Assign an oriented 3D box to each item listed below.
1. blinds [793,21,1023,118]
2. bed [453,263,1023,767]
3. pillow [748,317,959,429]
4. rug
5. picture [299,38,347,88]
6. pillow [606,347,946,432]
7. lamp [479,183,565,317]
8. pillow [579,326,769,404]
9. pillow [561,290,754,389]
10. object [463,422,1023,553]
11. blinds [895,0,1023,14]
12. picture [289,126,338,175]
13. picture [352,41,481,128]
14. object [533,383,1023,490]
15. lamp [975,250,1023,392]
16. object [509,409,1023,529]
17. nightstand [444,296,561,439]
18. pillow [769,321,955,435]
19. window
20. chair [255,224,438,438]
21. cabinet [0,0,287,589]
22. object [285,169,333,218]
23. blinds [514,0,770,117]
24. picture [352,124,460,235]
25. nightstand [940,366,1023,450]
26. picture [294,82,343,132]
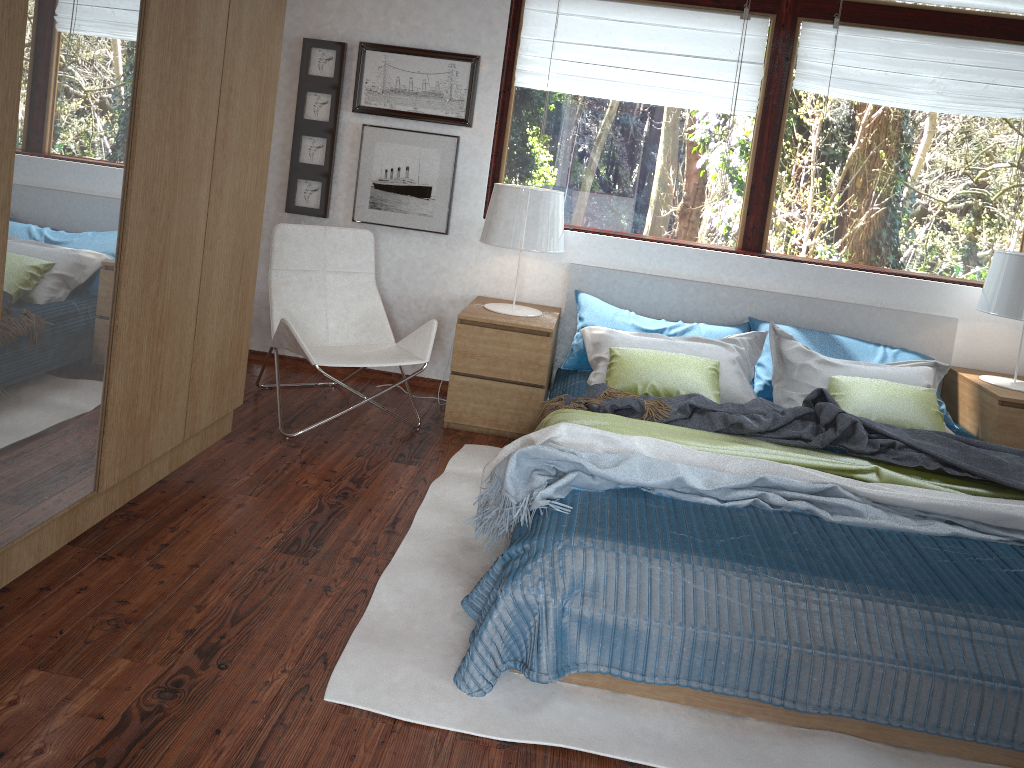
[{"bbox_3d":[2.691,-1.553,4.171,2.567,0.646,0.054,9,4,6],"label":"blinds"},{"bbox_3d":[1.085,0.220,3.087,2.144,0.753,2.639,9,14,6],"label":"bed"},{"bbox_3d":[1.558,-0.065,4.057,0.922,0.313,0.375,8,10,3],"label":"pillow"},{"bbox_3d":[0.999,0.678,2.630,2.717,0.048,1.847,9,14,5],"label":"rug"},{"bbox_3d":[-0.963,-1.636,4.444,0.223,0.222,0.041,9,5,6],"label":"picture"},{"bbox_3d":[1.076,0.034,3.603,1.381,0.215,0.318,9,11,5],"label":"pillow"},{"bbox_3d":[0.044,-0.634,4.110,0.406,0.578,0.414,8,8,2],"label":"lamp"},{"bbox_3d":[0.714,-0.090,3.836,0.873,0.352,0.485,8,11,1],"label":"pillow"},{"bbox_3d":[0.708,-0.205,4.146,0.913,0.324,0.355,8,10,4],"label":"pillow"},{"bbox_3d":[0.934,0.461,2.552,2.155,0.369,0.550,8,11,1],"label":"object"},{"bbox_3d":[2.071,-1.975,4.226,1.244,0.272,0.032,9,5,6],"label":"blinds"},{"bbox_3d":[-1.020,-1.200,4.485,0.223,0.222,0.041,9,5,6],"label":"picture"},{"bbox_3d":[-0.488,-1.514,4.408,0.627,0.357,0.042,9,5,6],"label":"picture"},{"bbox_3d":[1.096,0.240,3.110,2.140,0.399,0.641,11,12,15],"label":"object"},{"bbox_3d":[2.281,-0.281,3.877,0.405,0.578,0.415,7,8,-3],"label":"lamp"},{"bbox_3d":[1.000,0.433,2.912,2.106,0.440,0.503,8,10,2],"label":"object"},{"bbox_3d":[-0.031,-0.079,4.134,0.429,0.531,0.623,8,10,5],"label":"nightstand"},{"bbox_3d":[1.521,0.002,3.739,0.852,0.384,0.369,8,9,0],"label":"pillow"},{"bbox_3d":[0.964,-0.582,0.271,5.279,1.892,8.512,9,14,5],"label":"window"},{"bbox_3d":[-0.763,-0.265,3.869,0.695,0.783,0.821,2,11,-34],"label":"chair"},{"bbox_3d":[-1.234,-0.775,1.993,0.585,2.360,2.249,8,9,5],"label":"cabinet"},{"bbox_3d":[-1.049,-0.982,4.506,0.223,0.222,0.041,9,5,6],"label":"object"},{"bbox_3d":[0.650,-1.667,4.396,1.238,0.488,0.055,9,5,6],"label":"blinds"},{"bbox_3d":[-0.543,-1.041,4.441,0.505,0.497,0.043,9,4,6],"label":"picture"},{"bbox_3d":[2.225,0.277,3.899,0.429,0.531,0.623,8,10,5],"label":"nightstand"},{"bbox_3d":[-0.992,-1.418,4.465,0.223,0.222,0.041,9,5,6],"label":"picture"}]
